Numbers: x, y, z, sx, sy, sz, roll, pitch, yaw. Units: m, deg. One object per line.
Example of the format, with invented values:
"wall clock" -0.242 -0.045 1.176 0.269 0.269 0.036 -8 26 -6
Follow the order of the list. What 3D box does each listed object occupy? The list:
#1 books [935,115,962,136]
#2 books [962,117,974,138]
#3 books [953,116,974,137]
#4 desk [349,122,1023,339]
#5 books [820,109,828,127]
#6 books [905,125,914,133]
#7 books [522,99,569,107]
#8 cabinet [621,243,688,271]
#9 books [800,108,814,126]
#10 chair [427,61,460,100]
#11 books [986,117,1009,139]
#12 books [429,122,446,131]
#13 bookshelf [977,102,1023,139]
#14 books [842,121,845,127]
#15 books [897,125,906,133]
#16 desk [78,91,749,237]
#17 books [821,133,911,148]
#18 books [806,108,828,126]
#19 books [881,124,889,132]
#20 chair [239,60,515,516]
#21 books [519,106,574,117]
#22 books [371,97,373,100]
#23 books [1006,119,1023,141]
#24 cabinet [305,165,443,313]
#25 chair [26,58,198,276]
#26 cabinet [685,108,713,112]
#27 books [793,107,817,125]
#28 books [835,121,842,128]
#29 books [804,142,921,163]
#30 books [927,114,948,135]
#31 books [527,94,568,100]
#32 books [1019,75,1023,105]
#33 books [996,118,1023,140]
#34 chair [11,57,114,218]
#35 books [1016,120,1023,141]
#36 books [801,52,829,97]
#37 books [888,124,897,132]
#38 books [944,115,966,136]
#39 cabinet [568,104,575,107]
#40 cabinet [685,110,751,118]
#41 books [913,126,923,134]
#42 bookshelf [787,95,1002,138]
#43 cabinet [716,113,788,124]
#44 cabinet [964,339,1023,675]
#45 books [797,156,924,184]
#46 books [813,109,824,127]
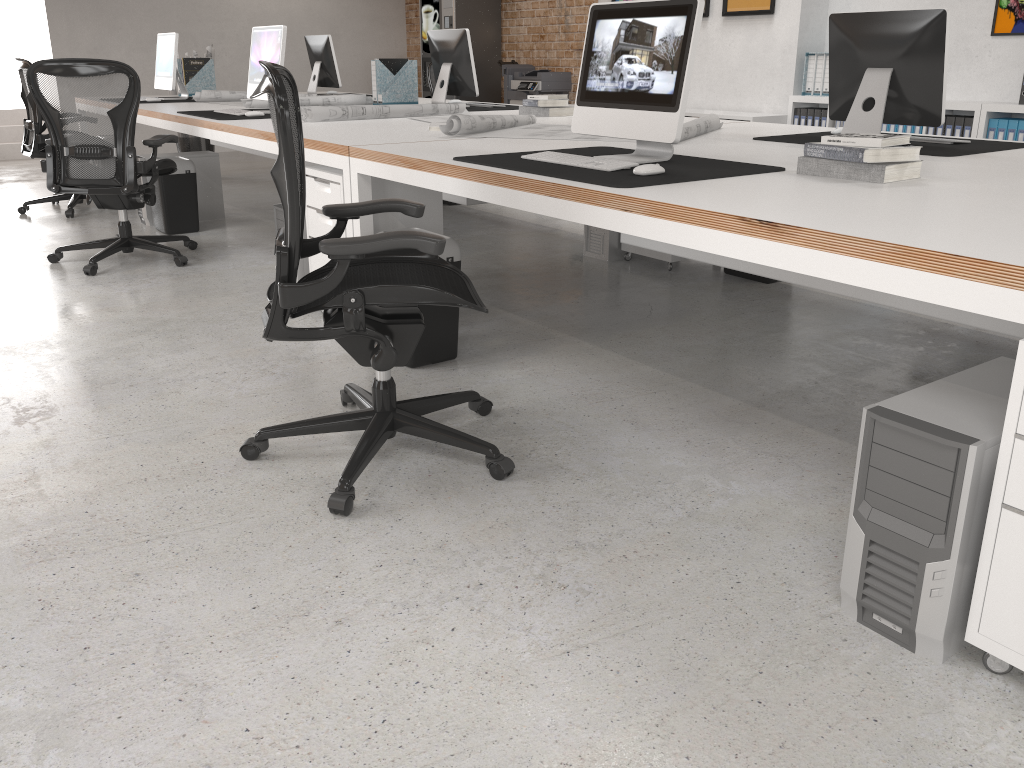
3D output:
"books" 3.064 -1.752 6.226 0.233 0.257 0.063 -13 22 -34
"books" 3.177 -1.696 6.076 0.233 0.257 0.063 -13 22 -34
"books" 3.140 -1.715 6.126 0.233 0.257 0.063 -13 22 -34
"desk" 1.814 -0.046 2.145 2.324 0.758 5.162 -14 24 -33
"books" 2.519 -2.026 6.965 0.233 0.257 0.063 -13 22 -34
"books" 2.936 -1.822 6.415 0.233 0.257 0.063 -13 22 -34
"books" 0.193 -1.623 5.109 0.193 0.044 0.261 -6 21 -17
"cabinet" 0.910 -0.989 4.866 0.462 0.638 0.391 -13 23 -34
"books" 2.406 -2.082 7.115 0.233 0.257 0.063 -13 22 -34
"chair" -0.744 -2.376 7.989 0.775 1.069 0.800 14 23 36
"books" 3.286 -1.657 5.971 0.233 0.257 0.063 -13 22 -34
"books" -0.285 -1.206 4.153 0.200 0.023 0.239 -1 20 -2
"bookshelf" 3.731 -1.304 5.510 0.402 0.788 1.559 -13 23 -33
"books" 2.637 -1.977 6.832 0.233 0.257 0.063 -13 22 -34
"books" 2.898 -1.840 6.465 0.233 0.257 0.063 -13 22 -34
"desk" -1.180 -1.512 6.100 2.324 0.758 5.162 -14 24 -33
"books" 0.996 -0.688 2.494 0.153 0.029 0.187 -15 25 -35
"books" 2.443 -2.063 7.065 0.233 0.257 0.063 -13 22 -34
"books" 2.823 -1.877 6.564 0.233 0.257 0.063 -13 22 -34
"chair" -0.383 -0.328 2.454 0.795 1.069 0.780 -9 21 -26
"books" 0.203 -1.588 5.148 0.201 0.049 0.274 -15 25 -36
"books" -1.075 -2.174 6.766 0.200 0.023 0.239 -1 20 -2
"books" 3.361 -1.621 5.872 0.233 0.257 0.063 -13 22 -34
"cabinet" -0.592 -0.610 3.835 0.462 0.638 0.391 -13 23 -34
"chair" -2.195 -1.207 4.824 0.771 1.069 0.804 -4 19 -11
"cabinet" 1.485 -2.098 7.865 0.462 0.638 0.391 -13 23 -34
"books" 2.368 -2.100 7.164 0.233 0.257 0.063 -13 22 -34
"books" 2.600 -1.995 6.881 0.233 0.257 0.063 -13 22 -34
"books" 0.983 -0.655 2.496 0.193 0.044 0.261 -6 21 -17
"books" 3.027 -1.770 6.275 0.233 0.257 0.063 -13 22 -34
"books" 0.206 -1.655 5.107 0.153 0.029 0.187 -15 25 -35
"books" 3.505 -1.914 5.645 0.233 0.316 0.392 -13 23 -33
"books" 3.323 -1.639 5.922 0.233 0.257 0.063 -13 22 -34
"chair" -3.269 -1.827 6.497 0.775 1.069 0.800 14 23 36
"books" 3.399 -1.602 5.822 0.233 0.257 0.063 -13 22 -34
"books" 2.577 -2.408 6.894 0.322 0.323 0.501 -13 24 -33
"books" 2.860 -1.859 6.515 0.233 0.257 0.063 -13 22 -34
"books" 3.102 -1.733 6.176 0.233 0.257 0.063 -13 22 -34
"cabinet" 0.802 -2.435 8.772 0.462 0.638 0.391 -13 23 -34
"cabinet" 1.715 -1.987 7.565 0.462 0.638 0.391 -13 23 -34
"books" 2.974 -1.803 6.365 0.233 0.257 0.063 -13 22 -34
"bookshelf" 2.827 -1.747 6.705 0.402 0.788 1.559 -13 23 -33
"cabinet" 1.944 -1.875 7.263 0.462 0.638 0.391 -13 23 -34
"cabinet" 1.141 0.239 1.546 0.462 0.638 0.391 -13 23 -34
"books" 0.992 -0.620 2.535 0.201 0.049 0.274 -15 25 -36
"books" 2.481 -2.044 7.015 0.233 0.257 0.063 -13 22 -34
